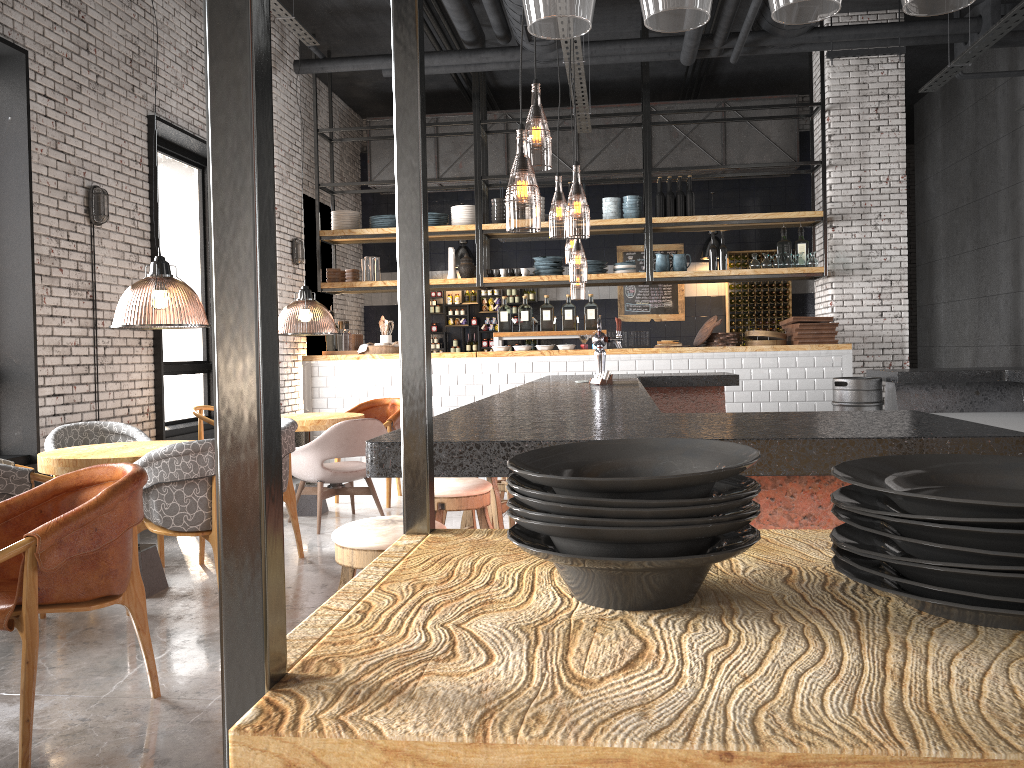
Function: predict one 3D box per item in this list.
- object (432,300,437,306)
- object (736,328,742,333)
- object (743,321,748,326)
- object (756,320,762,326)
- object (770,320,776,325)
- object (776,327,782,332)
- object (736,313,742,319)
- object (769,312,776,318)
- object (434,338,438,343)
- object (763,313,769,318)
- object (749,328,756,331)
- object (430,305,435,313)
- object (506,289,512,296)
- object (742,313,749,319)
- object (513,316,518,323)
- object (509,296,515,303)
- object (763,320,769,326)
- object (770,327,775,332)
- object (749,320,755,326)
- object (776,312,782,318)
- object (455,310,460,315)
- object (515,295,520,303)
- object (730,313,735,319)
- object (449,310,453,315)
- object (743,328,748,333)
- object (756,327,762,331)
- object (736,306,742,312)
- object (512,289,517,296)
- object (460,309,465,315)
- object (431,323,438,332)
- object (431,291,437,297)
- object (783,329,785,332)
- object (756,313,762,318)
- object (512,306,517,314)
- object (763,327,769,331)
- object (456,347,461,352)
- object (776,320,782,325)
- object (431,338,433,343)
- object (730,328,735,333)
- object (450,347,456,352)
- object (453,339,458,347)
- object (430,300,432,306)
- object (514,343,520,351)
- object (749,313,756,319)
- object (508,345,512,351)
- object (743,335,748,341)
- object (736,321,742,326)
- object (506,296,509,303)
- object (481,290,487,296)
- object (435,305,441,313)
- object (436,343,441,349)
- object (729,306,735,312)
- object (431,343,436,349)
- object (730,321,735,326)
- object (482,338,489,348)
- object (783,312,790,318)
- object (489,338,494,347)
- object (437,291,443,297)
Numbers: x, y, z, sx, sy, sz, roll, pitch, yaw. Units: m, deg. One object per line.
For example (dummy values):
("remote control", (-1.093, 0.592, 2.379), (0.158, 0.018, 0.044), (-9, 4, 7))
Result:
("object", (-1.164, -1.226, 13.368), (0.071, 0.083, 0.071), (0, 2, 32))
("object", (3.267, -0.767, 12.728), (0.079, 0.079, 0.281), (-1, 2, 7))
("object", (3.361, -0.874, 12.738), (0.079, 0.079, 0.281), (-1, 2, 7))
("object", (3.549, -0.877, 12.715), (0.079, 0.079, 0.281), (-1, 2, 7))
("object", (3.736, -0.881, 12.693), (0.079, 0.079, 0.281), (-1, 2, 7))
("object", (3.834, -0.778, 12.698), (0.079, 0.079, 0.281), (-1, 2, 7))
("object", (3.265, -0.978, 12.749), (0.079, 0.079, 0.284), (-1, 2, 7))
("object", (3.734, -0.986, 12.692), (0.079, 0.079, 0.284), (-1, 2, 7))
("object", (-1.148, -0.658, 13.375), (0.071, 0.083, 0.071), (-3, 2, -43))
("object", (3.642, -0.985, 12.723), (0.079, 0.079, 0.284), (-1, 2, 7))
("object", (3.454, -0.770, 12.705), (0.079, 0.079, 0.281), (-1, 2, 7))
("object", (-1.198, -1.129, 13.374), (0.076, 0.111, 0.076), (-1, 1, 27))
("object", (-0.044, -1.373, 13.233), (0.076, 0.111, 0.076), (-2, 1, -18))
("object", (3.358, -0.979, 12.728), (0.079, 0.079, 0.284), (-1, 2, 7))
("object", (0.057, -0.962, 13.248), (0.081, 0.113, 0.071), (-1, 1, 6))
("object", (-0.001, -1.263, 13.228), (0.076, 0.111, 0.076), (-1, 1, 27))
("object", (3.644, -0.880, 12.720), (0.079, 0.079, 0.281), (-1, 2, 7))
("object", (3.741, -0.776, 12.714), (0.079, 0.079, 0.281), (-1, 2, 7))
("object", (3.457, -0.876, 12.746), (0.079, 0.079, 0.281), (-1, 2, 7))
("object", (3.829, -0.988, 12.696), (0.079, 0.079, 0.284), (-1, 2, 7))
("object", (-0.824, -1.077, 13.330), (0.071, 0.083, 0.071), (-1, 1, -3))
("object", (0.082, -1.264, 13.220), (0.076, 0.111, 0.076), (-1, 1, 2))
("object", (3.169, -0.975, 12.737), (0.079, 0.079, 0.284), (-1, 2, 7))
("object", (-0.917, -1.076, 13.341), (0.071, 0.083, 0.071), (0, 2, 32))
("object", (3.365, -0.770, 12.755), (0.079, 0.079, 0.281), (-1, 2, 7))
("object", (3.550, -0.772, 12.708), (0.079, 0.079, 0.281), (-1, 2, 7))
("object", (3.265, -1.083, 12.767), (0.079, 0.079, 0.284), (-1, 2, 7))
("object", (0.038, -1.375, 13.225), (0.076, 0.111, 0.076), (-1, 1, 12))
("object", (-0.738, -1.079, 13.320), (0.071, 0.083, 0.071), (-1, 1, -3))
("object", (-1.167, -0.851, 13.399), (0.100, 0.139, 0.088), (-1, 1, 8))
("object", (-1.181, -1.364, 13.389), (0.081, 0.113, 0.071), (-1, 1, 8))
("object", (3.927, -0.779, 12.688), (0.079, 0.079, 0.281), (-1, 2, 7))
("object", (3.546, -0.982, 12.715), (0.079, 0.079, 0.284), (-1, 2, 7))
("object", (0.042, -1.107, 13.226), (0.076, 0.111, 0.076), (-2, 1, -18))
("object", (3.645, -0.774, 12.706), (0.079, 0.079, 0.281), (-1, 2, 7))
("object", (-0.807, -0.508, 13.341), (0.076, 0.111, 0.076), (-1, 1, 12))
("object", (3.827, -0.881, 12.659), (0.079, 0.079, 0.281), (-1, 2, 7))
("object", (-1.224, -0.657, 13.390), (0.071, 0.083, 0.071), (0, 2, 32))
("object", (3.175, -0.765, 12.753), (0.079, 0.079, 0.281), (-1, 2, 7))
("object", (-0.889, -0.507, 13.349), (0.076, 0.111, 0.076), (-2, 1, -18))
("object", (-0.851, -0.618, 13.346), (0.076, 0.111, 0.076), (-1, 1, 2))
("object", (-1.245, -1.225, 13.378), (0.071, 0.083, 0.071), (-1, 1, -3))
("object", (0.078, -0.538, 13.255), (0.100, 0.139, 0.088), (-1, 1, 8))
("object", (3.453, -0.981, 12.726), (0.079, 0.079, 0.284), (-1, 2, 7))
("object", (-0.037, -0.521, 13.247), (0.076, 0.111, 0.076), (-2, 1, -28))
("object", (3.366, -0.664, 12.741), (0.079, 0.079, 0.281), (-1, 2, 7))
("object", (3.265, -0.872, 12.730), (0.079, 0.079, 0.281), (-1, 2, 7))
("object", (-0.082, -1.261, 13.239), (0.076, 0.111, 0.076), (-1, 1, 17))
("object", (-0.417, -1.399, 13.277), (0.079, 0.156, 0.079), (-1, 1, 17))
("object", (-1.116, -1.130, 13.366), (0.076, 0.111, 0.076), (-1, 1, 2))
("object", (-1.107, -0.576, 13.372), (0.071, 0.083, 0.071), (0, 2, 32))
("object", (3.169, -1.081, 12.758), (0.079, 0.079, 0.284), (-1, 2, 7))
("object", (-1.189, -0.575, 13.383), (0.071, 0.083, 0.071), (-1, 1, -3))
("object", (3.175, -0.871, 12.776), (0.079, 0.079, 0.281), (-1, 2, 7))
("object", (-0.403, -0.618, 13.311), (0.100, 0.139, 0.088), (-1, 1, 8))
("object", (3.919, -0.988, 12.651), (0.079, 0.079, 0.284), (-1, 2, 7))
("object", (-0.295, -0.619, 13.298), (0.100, 0.139, 0.088), (-1, 1, 8))
("object", (-1.091, -1.366, 13.378), (0.081, 0.113, 0.071), (-1, 1, 8))
